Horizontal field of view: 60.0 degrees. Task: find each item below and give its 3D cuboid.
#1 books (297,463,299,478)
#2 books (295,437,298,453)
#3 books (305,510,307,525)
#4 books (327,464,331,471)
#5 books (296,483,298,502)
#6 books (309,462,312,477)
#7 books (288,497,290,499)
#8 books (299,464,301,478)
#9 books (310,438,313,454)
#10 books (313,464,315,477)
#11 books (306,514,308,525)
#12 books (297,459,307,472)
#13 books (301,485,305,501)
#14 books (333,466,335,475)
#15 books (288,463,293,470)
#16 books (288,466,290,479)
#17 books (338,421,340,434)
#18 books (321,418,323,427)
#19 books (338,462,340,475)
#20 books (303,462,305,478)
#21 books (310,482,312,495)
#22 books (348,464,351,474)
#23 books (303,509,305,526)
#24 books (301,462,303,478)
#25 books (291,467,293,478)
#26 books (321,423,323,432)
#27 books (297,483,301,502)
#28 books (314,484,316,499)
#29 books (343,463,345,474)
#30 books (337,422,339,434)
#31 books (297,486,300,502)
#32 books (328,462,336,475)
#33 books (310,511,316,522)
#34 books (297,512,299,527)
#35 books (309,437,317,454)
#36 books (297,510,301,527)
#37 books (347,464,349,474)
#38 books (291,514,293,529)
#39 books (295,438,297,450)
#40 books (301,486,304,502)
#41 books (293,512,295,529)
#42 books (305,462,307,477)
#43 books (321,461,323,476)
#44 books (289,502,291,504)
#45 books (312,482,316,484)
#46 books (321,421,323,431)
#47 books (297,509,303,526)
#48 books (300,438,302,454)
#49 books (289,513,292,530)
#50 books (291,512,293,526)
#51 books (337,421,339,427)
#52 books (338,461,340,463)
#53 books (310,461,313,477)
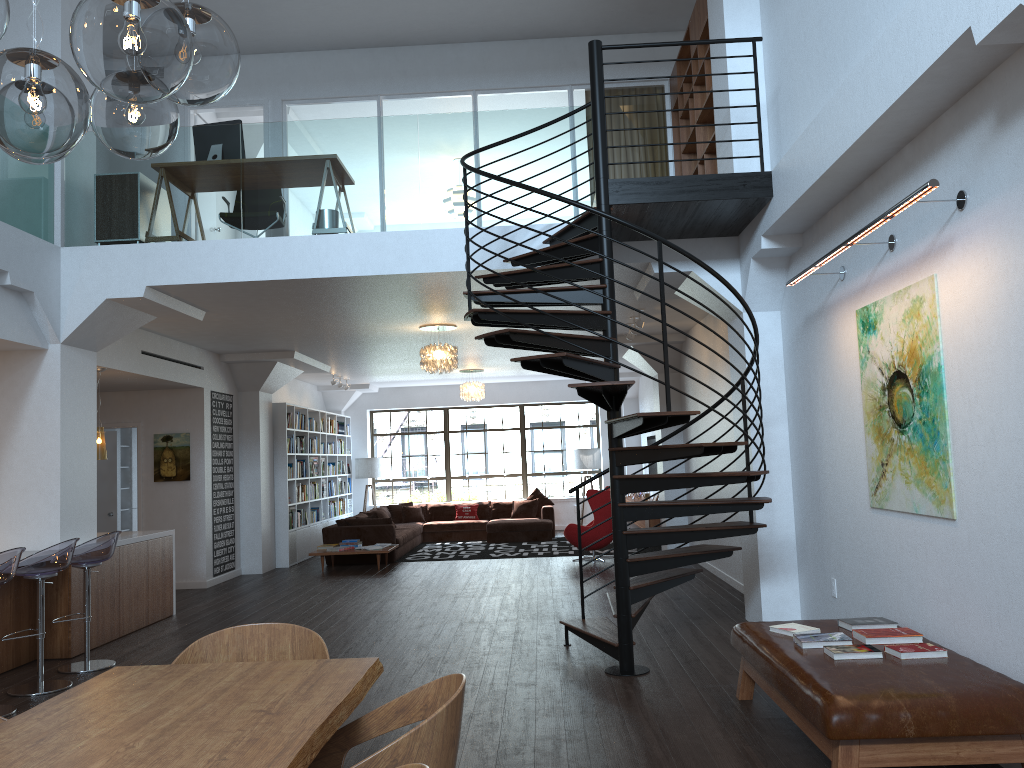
[{"bbox_3d":[-3.393,1.339,13.733,0.174,0.239,0.045,-3,-5,2],"label":"books"},{"bbox_3d":[-3.419,0.956,13.759,0.183,0.253,0.042,-3,-5,2],"label":"books"},{"bbox_3d":[-3.355,2.124,14.080,0.174,0.236,0.142,-2,-5,1],"label":"books"},{"bbox_3d":[-3.318,1.537,15.890,0.140,0.206,0.042,-3,-5,2],"label":"books"},{"bbox_3d":[-3.370,1.674,13.626,0.140,0.298,0.044,-3,-5,2],"label":"books"},{"bbox_3d":[-3.368,1.402,14.489,0.174,0.240,0.054,-3,-5,2],"label":"books"},{"bbox_3d":[-3.425,1.709,13.244,0.174,0.032,0.254,-2,-5,-3],"label":"books"},{"bbox_3d":[-3.386,1.357,13.851,0.161,0.223,0.027,-3,-5,2],"label":"books"},{"bbox_3d":[-3.380,1.027,14.616,0.182,0.253,0.034,-3,-5,2],"label":"books"},{"bbox_3d":[-3.359,1.439,14.720,0.161,0.207,0.135,-2,-5,1],"label":"books"},{"bbox_3d":[-3.345,2.143,14.136,0.161,0.207,0.135,-2,-5,1],"label":"books"},{"bbox_3d":[-3.382,1.355,14.219,0.176,0.294,0.102,-3,-5,2],"label":"books"},{"bbox_3d":[-3.373,1.733,14.051,0.183,0.253,0.034,-3,-5,2],"label":"books"},{"bbox_3d":[-3.296,1.580,16.171,0.120,0.167,0.020,-3,-5,2],"label":"books"},{"bbox_3d":[-3.394,1.321,13.461,0.140,0.231,0.042,-3,-5,2],"label":"books"},{"bbox_3d":[-3.402,1.329,13.273,0.134,0.184,0.030,-3,-5,2],"label":"books"},{"bbox_3d":[-3.345,0.830,16.719,0.183,0.253,0.042,-3,-5,2],"label":"books"},{"bbox_3d":[-3.380,0.729,15.474,0.160,0.251,0.031,-3,-5,2],"label":"books"},{"bbox_3d":[-3.304,1.571,16.501,0.174,0.240,0.054,-3,-5,2],"label":"books"},{"bbox_3d":[-3.379,1.368,14.081,0.174,0.239,0.045,-3,-5,2],"label":"books"},{"bbox_3d":[-3.356,1.750,14.485,0.176,0.290,0.053,-2,-5,1],"label":"books"},{"bbox_3d":[-3.274,1.660,17.412,0.182,0.215,0.188,-3,-5,2],"label":"books"},{"bbox_3d":[-3.357,2.107,13.991,0.183,0.253,0.042,-3,-5,2],"label":"books"},{"bbox_3d":[-3.384,1.353,13.981,0.182,0.253,0.034,-3,-5,2],"label":"books"},{"bbox_3d":[-3.377,1.349,13.423,0.107,0.167,0.017,-3,-5,2],"label":"books"},{"bbox_3d":[-3.381,0.726,15.338,0.174,0.236,0.136,-2,-5,1],"label":"books"},{"bbox_3d":[-3.384,1.697,13.845,0.176,0.290,0.053,-3,-5,2],"label":"books"},{"bbox_3d":[-3.341,1.788,14.720,0.183,0.253,0.034,-2,-5,1],"label":"books"},{"bbox_3d":[-3.297,1.611,16.940,0.174,0.236,0.142,-2,-5,1],"label":"books"},{"bbox_3d":[-3.329,0.835,16.600,0.161,0.223,0.032,-3,-5,2],"label":"books"},{"bbox_3d":[-3.383,1.712,13.760,0.171,0.246,0.057,-3,-5,2],"label":"books"},{"bbox_3d":[-3.305,1.555,16.259,0.140,0.231,0.042,-3,-5,2],"label":"books"},{"bbox_3d":[-3.323,2.205,14.715,0.128,0.178,0.021,-3,-5,2],"label":"books"},{"bbox_3d":[-3.373,2.089,13.641,0.176,0.231,0.053,-3,-5,2],"label":"books"},{"bbox_3d":[-3.378,1.036,14.942,0.176,0.290,0.053,-3,-5,2],"label":"books"},{"bbox_3d":[-3.369,2.086,13.754,0.183,0.253,0.042,-3,-5,2],"label":"books"},{"bbox_3d":[-3.286,1.656,17.322,0.167,0.210,0.162,-3,-5,2],"label":"books"},{"bbox_3d":[-3.369,2.062,13.276,0.161,0.223,0.032,-3,-5,2],"label":"books"},{"bbox_3d":[-3.423,0.958,13.668,0.174,0.236,0.142,-3,-5,2],"label":"books"},{"bbox_3d":[-3.374,1.729,13.969,0.171,0.246,0.057,-3,-5,2],"label":"books"},{"bbox_3d":[-3.380,2.058,13.396,0.180,0.251,0.048,-3,-5,2],"label":"books"},{"bbox_3d":[-3.373,1.368,14.154,0.182,0.253,0.034,-3,-5,2],"label":"books"},{"bbox_3d":[-3.344,1.462,15.267,0.174,0.251,0.051,-3,-5,2],"label":"books"},{"bbox_3d":[-3.419,1.776,13.243,0.197,0.035,0.284,-2,-5,-8],"label":"books"},{"bbox_3d":[-3.350,1.773,14.756,0.176,0.290,0.036,-2,-5,1],"label":"books"},{"bbox_3d":[-3.371,0.744,15.391,0.161,0.207,0.130,-2,-5,1],"label":"books"},{"bbox_3d":[-3.366,2.097,13.906,0.180,0.259,0.042,-3,-5,2],"label":"books"},{"bbox_3d":[-3.416,0.977,13.997,0.183,0.253,0.042,-3,-5,2],"label":"books"},{"bbox_3d":[-3.376,2.048,13.201,0.174,0.240,0.054,-3,-5,2],"label":"books"},{"bbox_3d":[-3.383,2.051,13.314,0.183,0.253,0.042,-3,-5,2],"label":"books"},{"bbox_3d":[-3.353,0.827,16.676,0.183,0.253,0.042,-3,-5,2],"label":"books"},{"bbox_3d":[-3.311,1.574,16.614,0.183,0.253,0.042,-3,-5,2],"label":"books"},{"bbox_3d":[-3.375,1.405,14.602,0.183,0.253,0.042,-3,-5,2],"label":"books"}]
